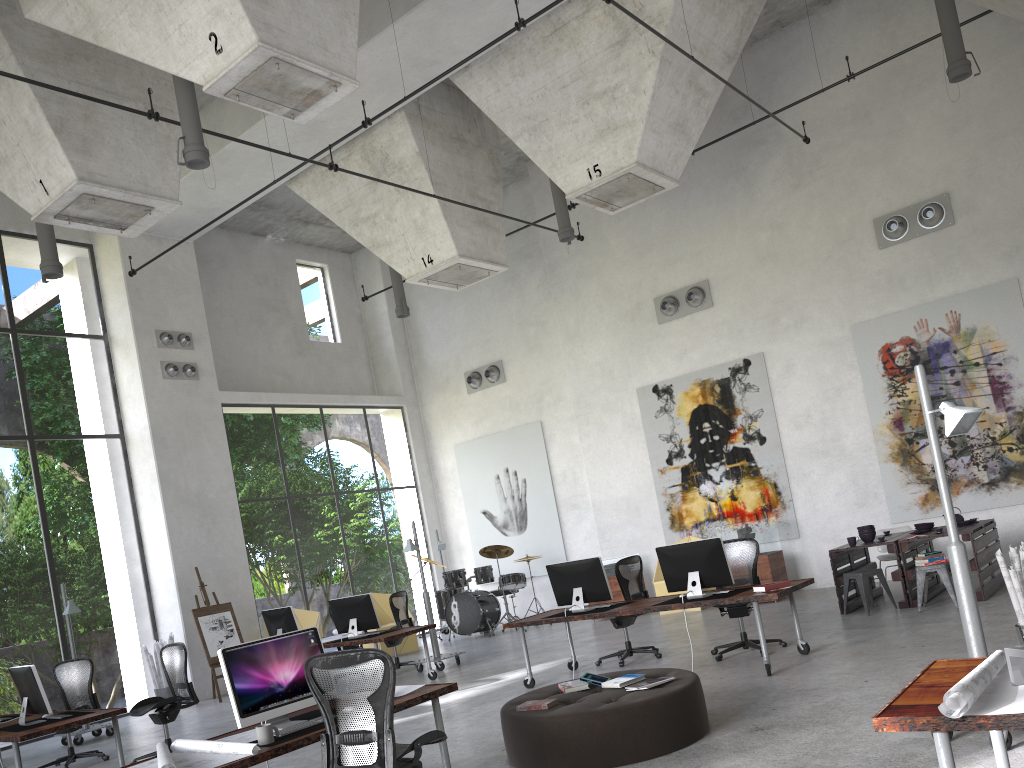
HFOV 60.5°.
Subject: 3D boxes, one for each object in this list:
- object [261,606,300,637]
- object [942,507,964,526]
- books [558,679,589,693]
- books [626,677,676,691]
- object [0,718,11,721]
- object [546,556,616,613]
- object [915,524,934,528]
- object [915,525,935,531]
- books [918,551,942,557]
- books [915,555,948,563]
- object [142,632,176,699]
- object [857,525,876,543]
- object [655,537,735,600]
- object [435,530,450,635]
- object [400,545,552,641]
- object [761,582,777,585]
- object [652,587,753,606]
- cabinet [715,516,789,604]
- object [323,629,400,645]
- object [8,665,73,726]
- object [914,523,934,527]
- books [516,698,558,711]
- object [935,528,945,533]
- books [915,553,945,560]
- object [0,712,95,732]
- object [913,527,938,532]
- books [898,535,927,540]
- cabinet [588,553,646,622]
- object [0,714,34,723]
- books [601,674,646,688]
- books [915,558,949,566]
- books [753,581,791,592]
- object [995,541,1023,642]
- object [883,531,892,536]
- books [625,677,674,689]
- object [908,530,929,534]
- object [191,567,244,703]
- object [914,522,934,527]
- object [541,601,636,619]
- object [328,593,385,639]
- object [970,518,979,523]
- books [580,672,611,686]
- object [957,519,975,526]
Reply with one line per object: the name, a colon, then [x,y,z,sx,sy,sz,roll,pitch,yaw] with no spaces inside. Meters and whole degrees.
object: [-3.239,3.474,12.608,0.727,0.548,0.375,-16,-8,39]
object: [5.473,1.644,10.882,0.221,0.230,0.211,-15,-7,35]
books: [0.470,2.305,6.703,0.197,0.034,0.289,-9,-10,-7]
books: [0.994,2.144,6.274,0.298,0.031,0.224,-3,-13,-37]
object: [-5.585,3.292,9.226,0.727,0.548,0.375,-16,-8,39]
object: [0.766,2.153,9.435,0.727,0.548,0.375,-16,-8,39]
object: [5.115,1.774,10.881,0.232,0.062,0.229,-17,-11,32]
object: [5.116,1.789,10.882,0.228,0.047,0.233,-10,-10,-3]
books: [4.654,1.893,9.788,0.204,0.025,0.146,-9,-10,-6]
books: [4.665,1.953,9.784,0.282,0.033,0.202,-7,-11,-21]
object: [-5.398,4.490,13.642,0.444,1.200,0.412,-11,-3,15]
object: [4.378,1.844,10.824,0.196,0.212,0.213,-15,-8,38]
object: [1.824,1.804,8.597,0.727,0.548,0.375,-16,-8,39]
object: [-1.377,4.064,18.138,0.575,2.136,0.605,-10,-3,-18]
object: [-0.668,3.886,16.758,3.001,1.729,1.885,-14,-7,22]
object: [2.363,1.832,8.064,0.149,0.011,0.011,-12,-6,6]
object: [1.878,2.080,8.587,0.864,0.008,0.685,-19,-13,38]
cabinet: [3.691,2.720,13.444,0.755,1.245,0.590,-14,-5,37]
object: [-1.984,3.354,11.647,0.860,0.008,0.688,-16,-12,28]
object: [-4.510,2.937,8.371,0.728,0.548,0.374,-18,-8,43]
object: [5.114,1.762,10.886,0.232,0.062,0.228,-17,-11,32]
books: [0.180,2.285,6.253,0.258,0.032,0.175,-16,-11,28]
object: [4.922,1.695,10.138,0.138,0.056,0.117,-13,-9,13]
books: [4.655,1.922,9.788,0.254,0.032,0.177,-10,-10,-2]
object: [-4.455,3.213,8.359,0.684,0.008,0.865,0,-15,-45]
object: [5.122,1.810,10.882,0.297,0.024,0.297,-13,-10,14]
books: [4.682,1.775,10.252,0.305,0.030,0.225,-11,-10,5]
cabinet: [1.784,3.505,15.148,0.747,1.005,0.739,-14,-6,37]
object: [-5.531,3.568,9.215,0.864,0.008,0.685,-19,-13,38]
books: [0.831,2.208,6.533,0.282,0.033,0.202,-2,-13,-39]
books: [4.672,1.986,9.782,0.283,0.034,0.201,-9,-10,-6]
books: [2.380,1.860,8.067,0.283,0.052,0.207,-7,-10,-20]
object: [3.841,1.585,6.445,0.316,0.930,0.347,-8,-4,-35]
object: [4.872,1.934,11.398,0.136,0.056,0.119,-4,-11,-37]
books: [0.985,2.143,6.299,0.299,0.039,0.224,-7,-10,-18]
object: [4.942,1.805,10.675,0.238,0.019,0.234,-17,-12,32]
object: [-4.685,3.913,13.883,0.695,2.128,0.689,-13,-4,38]
object: [5.105,1.752,10.887,0.232,0.057,0.228,-18,-12,36]
object: [0.821,2.429,9.425,0.864,0.008,0.685,-19,-13,38]
object: [-2.038,3.078,11.657,0.724,0.549,0.376,-15,-6,29]
object: [5.654,1.671,10.747,0.116,0.056,0.140,-10,-9,-2]
books: [0.640,2.259,6.715,0.206,0.102,0.145,-14,-8,22]
object: [5.477,1.680,10.610,0.230,0.047,0.231,-13,-10,14]
